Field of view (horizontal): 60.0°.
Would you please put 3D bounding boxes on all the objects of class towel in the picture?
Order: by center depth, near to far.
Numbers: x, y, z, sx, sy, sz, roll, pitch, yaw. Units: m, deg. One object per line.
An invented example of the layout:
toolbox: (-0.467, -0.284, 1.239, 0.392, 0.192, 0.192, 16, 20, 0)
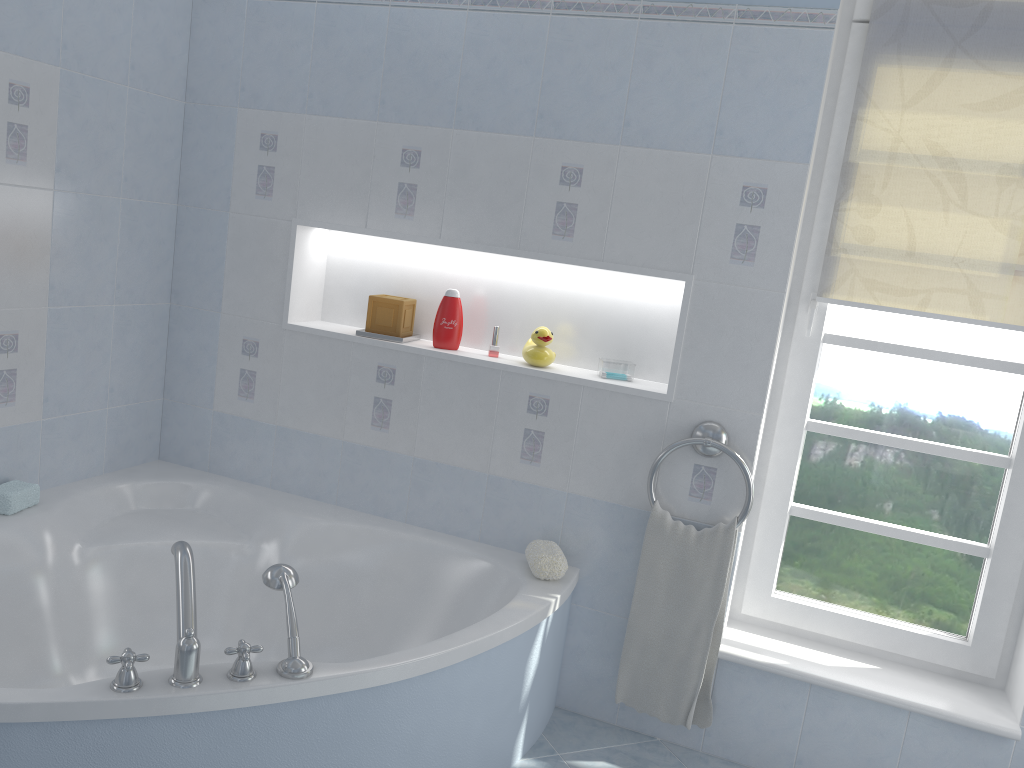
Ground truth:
towel: (0.469, 0.650, 2.486, 0.280, 0.635, 0.083, 11, 10, 19)

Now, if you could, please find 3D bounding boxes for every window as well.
window: (1.152, -0.227, 2.413, 0.758, 2.067, 0.142, 11, 10, 18)

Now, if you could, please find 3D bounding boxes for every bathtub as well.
bathtub: (-0.810, 0.617, 2.176, 1.596, 0.670, 1.578, 11, 10, 18)

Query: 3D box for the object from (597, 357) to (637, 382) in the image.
object: (0.310, -0.042, 2.637, 0.102, 0.053, 0.072, 7, 9, -6)

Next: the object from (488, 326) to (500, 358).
object: (-0.053, -0.132, 2.744, 0.030, 0.096, 0.030, 6, 9, -10)

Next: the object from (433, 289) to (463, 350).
object: (-0.196, -0.201, 2.762, 0.092, 0.190, 0.044, 7, 9, -7)

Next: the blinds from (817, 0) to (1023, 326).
blinds: (1.191, -0.680, 2.285, 0.598, 1.032, 0.046, 11, 10, 18)

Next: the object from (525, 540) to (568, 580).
object: (0.098, 0.504, 2.546, 0.105, 0.077, 0.165, 6, 9, -10)

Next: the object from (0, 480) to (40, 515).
object: (-1.396, 0.316, 2.480, 0.081, 0.059, 0.128, 9, 9, 5)

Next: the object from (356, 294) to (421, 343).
object: (-0.389, -0.214, 2.850, 0.160, 0.130, 0.160, 10, 10, 13)

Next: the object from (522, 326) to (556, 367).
object: (0.083, -0.115, 2.676, 0.095, 0.122, 0.132, 5, 10, -16)

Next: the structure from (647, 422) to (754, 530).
structure: (0.523, 0.269, 2.446, 0.291, 0.332, 0.051, 11, 10, 18)
